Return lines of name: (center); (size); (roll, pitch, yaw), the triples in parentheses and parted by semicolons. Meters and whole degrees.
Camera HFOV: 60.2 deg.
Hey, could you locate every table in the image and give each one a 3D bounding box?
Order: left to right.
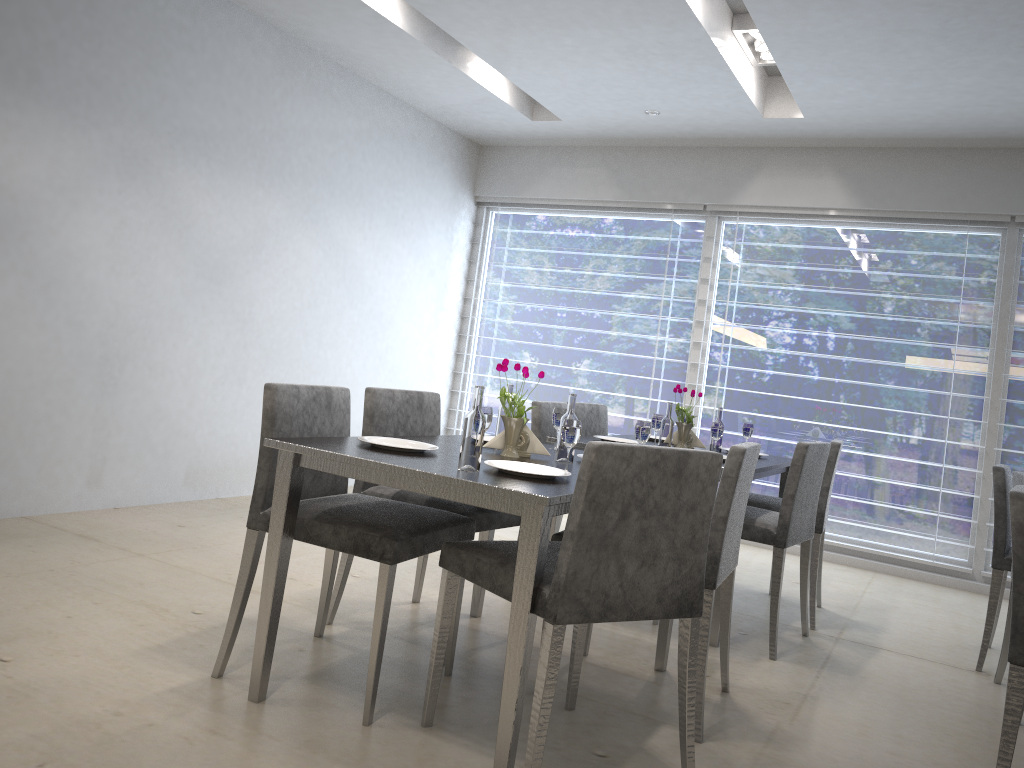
table: (-0.039, 0.523, 2.500); (0.780, 0.636, 1.182); (7, 0, 27)
table: (0.706, 0.598, 3.813); (0.780, 0.636, 1.182); (7, 0, 27)

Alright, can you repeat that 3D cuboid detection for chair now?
chair: (-0.422, 0.410, 2.417); (0.494, 0.765, 0.474); (7, -2, 22)
chair: (-0.233, 0.426, 2.910); (0.494, 0.765, 0.473); (6, -2, 32)
chair: (0.147, 0.494, 2.086); (0.474, 0.765, 0.493); (9, -2, -33)
chair: (0.323, 0.485, 3.730); (0.494, 0.765, 0.474); (7, -2, 22)
chair: (0.512, 0.500, 4.222); (0.494, 0.765, 0.473); (6, -2, 32)
chair: (0.415, 0.520, 2.589); (0.494, 0.765, 0.474); (7, -2, 22)
chair: (0.898, 0.569, 3.415); (0.494, 0.765, 0.473); (6, -2, 32)
chair: (1.153, 0.594, 3.893); (0.494, 0.765, 0.474); (7, -2, 22)
chair: (2.092, 0.731, 3.388); (0.494, 0.765, 0.473); (6, -2, 32)
chair: (1.904, 0.715, 2.895); (0.494, 0.765, 0.474); (7, -2, 22)
chair: (1.403, 0.664, 2.046); (0.494, 0.765, 0.473); (6, -2, 32)

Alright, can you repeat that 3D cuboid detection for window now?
window: (2.775, 0.076, 5.073); (7.128, 2.081, 0.157); (8, -3, 28)

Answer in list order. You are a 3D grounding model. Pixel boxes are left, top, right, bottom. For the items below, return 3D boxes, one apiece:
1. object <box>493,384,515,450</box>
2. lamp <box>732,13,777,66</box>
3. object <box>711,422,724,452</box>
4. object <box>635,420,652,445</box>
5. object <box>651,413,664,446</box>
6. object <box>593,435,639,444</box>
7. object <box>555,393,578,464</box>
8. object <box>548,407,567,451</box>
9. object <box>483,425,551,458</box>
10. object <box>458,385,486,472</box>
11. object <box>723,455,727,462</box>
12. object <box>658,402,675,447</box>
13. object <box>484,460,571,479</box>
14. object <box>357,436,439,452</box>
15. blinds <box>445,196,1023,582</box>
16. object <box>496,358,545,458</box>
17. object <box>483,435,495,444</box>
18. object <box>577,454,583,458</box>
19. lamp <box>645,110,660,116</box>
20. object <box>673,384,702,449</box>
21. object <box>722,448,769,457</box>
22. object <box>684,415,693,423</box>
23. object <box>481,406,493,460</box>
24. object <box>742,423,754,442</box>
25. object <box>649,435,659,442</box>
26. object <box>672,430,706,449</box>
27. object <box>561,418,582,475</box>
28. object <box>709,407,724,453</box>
object: (-0.019, 0.101, 2.706); (0.052, 0.202, 0.052); (9, -3, -20)
lamp: (1.295, -1.746, 4.510); (0.227, 0.102, 0.485); (8, 1, 27)
object: (0.839, 0.229, 3.635); (0.053, 0.140, 0.053); (8, -3, -15)
object: (0.411, 0.187, 2.809); (0.053, 0.140, 0.053); (8, -3, -15)
object: (0.606, 0.196, 3.704); (0.053, 0.140, 0.053); (8, -3, -15)
object: (0.443, 0.237, 3.657); (0.217, 0.015, 0.216); (8, 1, 5)
object: (0.164, 0.129, 2.572); (0.052, 0.202, 0.052); (9, -3, -20)
object: (0.154, 0.150, 2.944); (0.053, 0.140, 0.053); (8, -3, -15)
object: (0.019, 0.158, 2.594); (0.203, 0.100, 0.070); (8, -2, -2)
object: (-0.089, 0.104, 2.080); (0.052, 0.202, 0.052); (9, -3, -20)
object: (0.782, 0.287, 3.478); (0.217, 0.015, 0.216); (8, 1, 5)
object: (0.600, 0.171, 3.420); (0.052, 0.202, 0.051); (8, -3, -8)
object: (0.037, 0.212, 2.165); (0.217, 0.015, 0.216); (8, 1, 8)
object: (-0.302, 0.163, 2.345); (0.217, 0.015, 0.216); (8, 1, 8)
blinds: (2.721, 0.044, 4.986); (7.123, 2.051, 0.045); (8, -3, 28)
object: (0.006, 0.069, 2.540); (0.104, 0.277, 0.153); (6, -3, 25)
object: (-0.036, 0.188, 2.862); (0.217, 0.015, 0.216); (8, 1, 8)
object: (0.303, 0.238, 2.683); (0.217, 0.015, 0.216); (8, 1, 8)
lamp: (0.838, -1.617, 5.279); (0.088, 0.007, 0.089); (7, 1, -18)
object: (0.751, 0.143, 3.853); (0.104, 0.277, 0.153); (6, -3, 25)
object: (1.048, 0.312, 3.995); (0.217, 0.015, 0.216); (8, 1, 5)
object: (0.844, 0.216, 4.280); (0.053, 0.140, 0.053); (8, -3, -15)
object: (-0.084, 0.129, 2.368); (0.053, 0.140, 0.053); (8, -3, -15)
object: (1.101, 0.254, 4.145); (0.053, 0.140, 0.053); (8, -3, -15)
object: (0.709, 0.263, 4.174); (0.217, 0.015, 0.216); (8, 1, 5)
object: (0.764, 0.233, 3.907); (0.203, 0.100, 0.070); (8, -2, -2)
object: (0.149, 0.162, 2.298); (0.053, 0.140, 0.053); (8, -3, -15)
object: (0.910, 0.203, 3.908); (0.052, 0.202, 0.051); (8, -3, -8)
